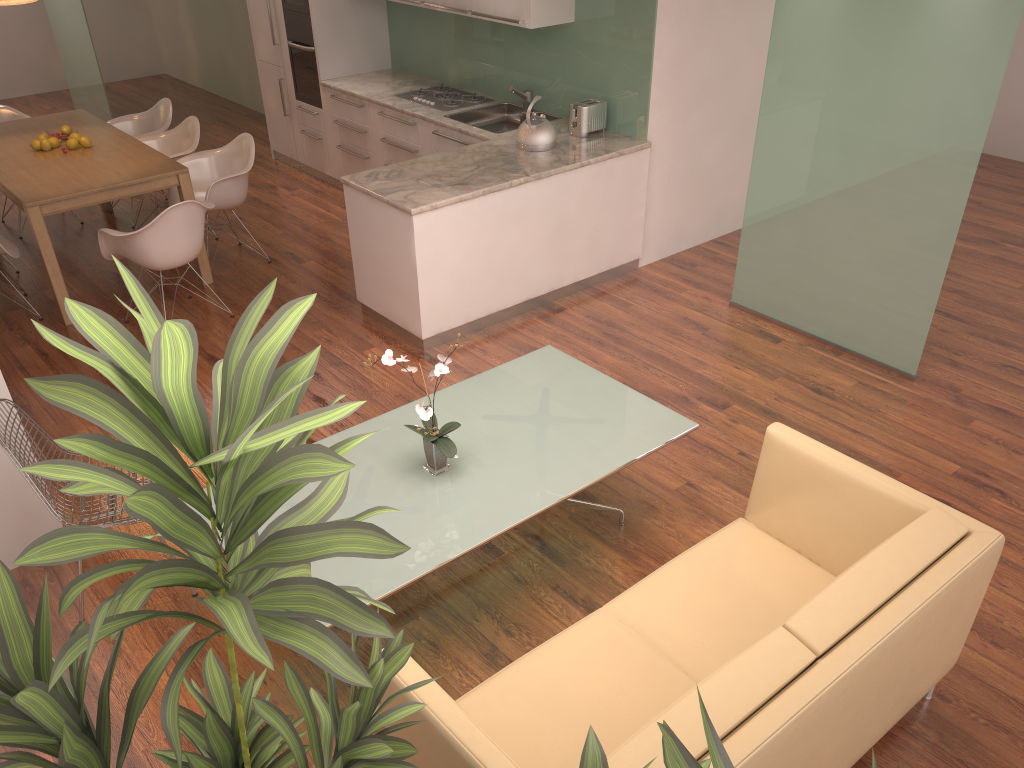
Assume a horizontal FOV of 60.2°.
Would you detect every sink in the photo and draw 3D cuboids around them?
[{"bbox_3d":[-0.072,-1.937,6.376,0.603,0.401,0.627,-25,40,-32],"label":"sink"}]

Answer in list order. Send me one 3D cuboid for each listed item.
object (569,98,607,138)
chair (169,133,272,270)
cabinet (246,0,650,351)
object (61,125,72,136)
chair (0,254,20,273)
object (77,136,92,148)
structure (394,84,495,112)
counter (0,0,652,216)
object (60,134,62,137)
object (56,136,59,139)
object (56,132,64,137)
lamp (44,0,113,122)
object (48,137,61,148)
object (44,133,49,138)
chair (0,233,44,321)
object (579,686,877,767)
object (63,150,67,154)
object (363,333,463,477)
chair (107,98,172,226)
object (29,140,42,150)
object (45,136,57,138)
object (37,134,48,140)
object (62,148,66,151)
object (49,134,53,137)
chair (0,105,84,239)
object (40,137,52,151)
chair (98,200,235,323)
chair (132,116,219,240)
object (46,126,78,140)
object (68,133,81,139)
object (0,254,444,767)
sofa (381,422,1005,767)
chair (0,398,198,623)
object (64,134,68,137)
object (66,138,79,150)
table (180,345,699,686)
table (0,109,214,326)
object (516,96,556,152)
[{"bbox_3d":[0.507,-1.795,5.956,0.232,0.211,0.150,-24,40,-32],"label":"object"},{"bbox_3d":[-2.105,-1.298,6.352,0.671,0.901,0.626,28,43,36],"label":"chair"},{"bbox_3d":[-1.181,-2.308,6.542,1.873,2.382,4.145,-26,40,-33],"label":"cabinet"},{"bbox_3d":[-3.224,-1.834,6.380,0.079,0.075,0.079,15,36,22],"label":"object"},{"bbox_3d":[-4.006,-1.170,6.199,0.673,0.901,0.624,24,41,33],"label":"chair"},{"bbox_3d":[-2.991,-1.696,6.188,0.079,0.081,0.075,21,39,30],"label":"object"},{"bbox_3d":[-0.529,-2.237,6.849,0.479,0.040,0.660,-25,39,-33],"label":"structure"},{"bbox_3d":[-1.299,-2.205,5.602,3.148,1.412,2.995,-25,39,-32],"label":"counter"},{"bbox_3d":[-3.260,-1.792,6.379,0.026,0.026,0.025,-9,34,-13],"label":"object"},{"bbox_3d":[-3.197,-1.732,6.208,0.026,0.027,0.024,9,35,15],"label":"object"},{"bbox_3d":[-3.250,-1.776,6.338,0.075,0.045,0.089,3,33,5],"label":"object"},{"bbox_3d":[-3.366,-2.756,6.208,0.441,3.558,7.921,-14,35,-18],"label":"lamp"},{"bbox_3d":[-3.220,-1.694,6.195,0.078,0.078,0.080,7,34,12],"label":"object"},{"bbox_3d":[-3.328,-1.749,6.284,0.063,0.072,0.071,-2,33,-2],"label":"object"},{"bbox_3d":[-3.492,-0.811,5.614,0.629,0.901,0.668,-25,41,-32],"label":"chair"},{"bbox_3d":[-0.085,1.147,1.189,1.071,2.201,0.931,-13,36,-18],"label":"object"},{"bbox_3d":[-3.083,-1.603,6.090,0.025,0.024,0.025,27,42,35],"label":"object"},{"bbox_3d":[-0.319,0.059,3.304,0.363,0.616,0.290,28,43,36],"label":"object"},{"bbox_3d":[-3.018,-1.836,7.220,0.671,0.887,0.626,28,43,36],"label":"chair"},{"bbox_3d":[-3.305,-1.664,6.146,0.081,0.075,0.078,24,40,32],"label":"object"},{"bbox_3d":[-3.233,-1.733,6.185,0.064,0.023,0.067,5,33,9],"label":"object"},{"bbox_3d":[-3.293,-1.712,6.194,0.073,0.098,0.073,-19,38,-26],"label":"object"},{"bbox_3d":[-3.115,-1.631,6.137,0.025,0.024,0.025,-22,39,-29],"label":"object"},{"bbox_3d":[-3.252,-1.747,6.229,0.026,0.027,0.023,18,37,26],"label":"object"},{"bbox_3d":[-3.914,-1.728,7.084,0.667,0.901,0.630,-29,43,-36],"label":"chair"},{"bbox_3d":[-3.241,-1.667,6.137,0.072,0.105,0.070,-3,34,-4],"label":"object"},{"bbox_3d":[-2.157,-0.780,5.528,0.635,0.901,0.662,21,39,29],"label":"chair"},{"bbox_3d":[-2.630,-1.540,6.751,0.671,0.901,0.626,28,43,36],"label":"chair"},{"bbox_3d":[-3.243,-1.801,6.374,0.170,0.063,0.170,-25,39,-32],"label":"object"},{"bbox_3d":[-3.103,-1.750,6.277,0.081,0.075,0.078,24,40,32],"label":"object"},{"bbox_3d":[-0.531,0.892,1.607,0.955,2.201,1.044,-16,37,-22],"label":"object"},{"bbox_3d":[0.583,0.917,2.777,1.764,0.877,0.858,-24,40,-32],"label":"sofa"},{"bbox_3d":[-1.638,0.434,3.543,0.557,0.942,0.523,-12,35,-16],"label":"chair"},{"bbox_3d":[-3.213,-1.783,6.354,0.026,0.027,0.023,7,34,12],"label":"object"},{"bbox_3d":[-3.065,-1.675,6.155,0.080,0.081,0.075,14,36,21],"label":"object"},{"bbox_3d":[-0.231,0.541,3.668,1.831,0.586,0.917,-24,39,-32],"label":"table"},{"bbox_3d":[-3.181,-1.295,6.423,1.004,0.848,2.024,-25,40,-33],"label":"table"},{"bbox_3d":[0.157,-1.691,5.703,0.260,0.319,0.253,-14,36,-19],"label":"object"}]
